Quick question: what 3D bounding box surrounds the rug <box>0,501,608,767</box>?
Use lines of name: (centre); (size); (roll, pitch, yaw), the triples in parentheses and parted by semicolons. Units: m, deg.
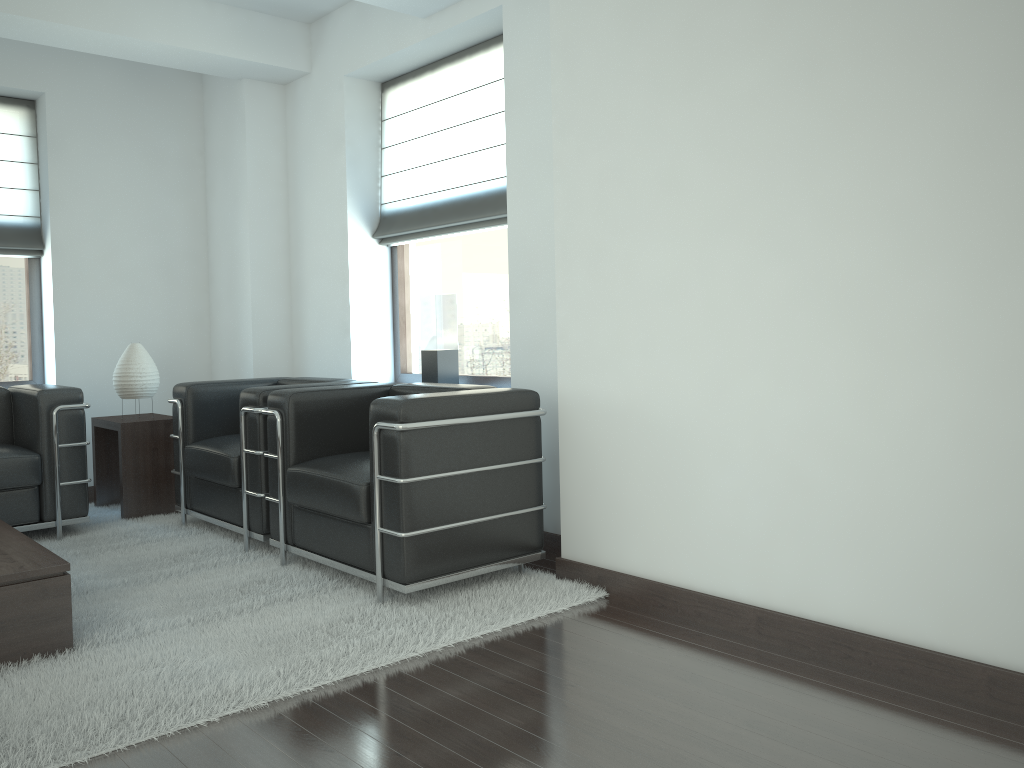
rug: (-3.479, 1.262, 4.889); (6.258, 0.110, 5.170); (-4, 4, -41)

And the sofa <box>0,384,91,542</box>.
sofa: (-4.821, 0.677, 5.976); (3.480, 1.169, 1.124); (-4, 4, -41)

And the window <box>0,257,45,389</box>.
window: (-5.157, -1.254, 7.885); (1.702, 2.730, 0.146); (-3, 2, -41)

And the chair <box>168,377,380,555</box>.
chair: (-1.830, 0.558, 6.848); (1.124, 1.169, 1.646); (-3, 3, -41)

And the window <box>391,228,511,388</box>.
window: (-0.350, -1.332, 7.334); (0.146, 2.729, 2.132); (-3, 3, -41)

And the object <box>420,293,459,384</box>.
object: (-0.588, -0.339, 7.185); (0.239, 0.775, 0.243); (-3, 2, -41)

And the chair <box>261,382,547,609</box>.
chair: (-0.722, 0.606, 5.579); (1.124, 1.169, 1.646); (-3, 3, -41)

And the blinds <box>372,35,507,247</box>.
blinds: (-0.489, -1.950, 7.205); (0.222, 1.475, 2.124); (-3, 3, -41)

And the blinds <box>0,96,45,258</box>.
blinds: (-5.061, -1.877, 7.753); (1.688, 1.475, 0.222); (-4, 3, -41)

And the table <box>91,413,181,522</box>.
table: (-3.234, 0.713, 7.683); (0.526, 0.844, 0.786); (-3, 3, -41)

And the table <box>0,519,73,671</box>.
table: (-3.471, 1.105, 4.333); (1.938, 0.441, 1.921); (-4, 4, -41)

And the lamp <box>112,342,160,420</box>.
lamp: (-3.223, -0.029, 7.608); (0.374, 0.654, 0.375); (-2, 2, -12)
